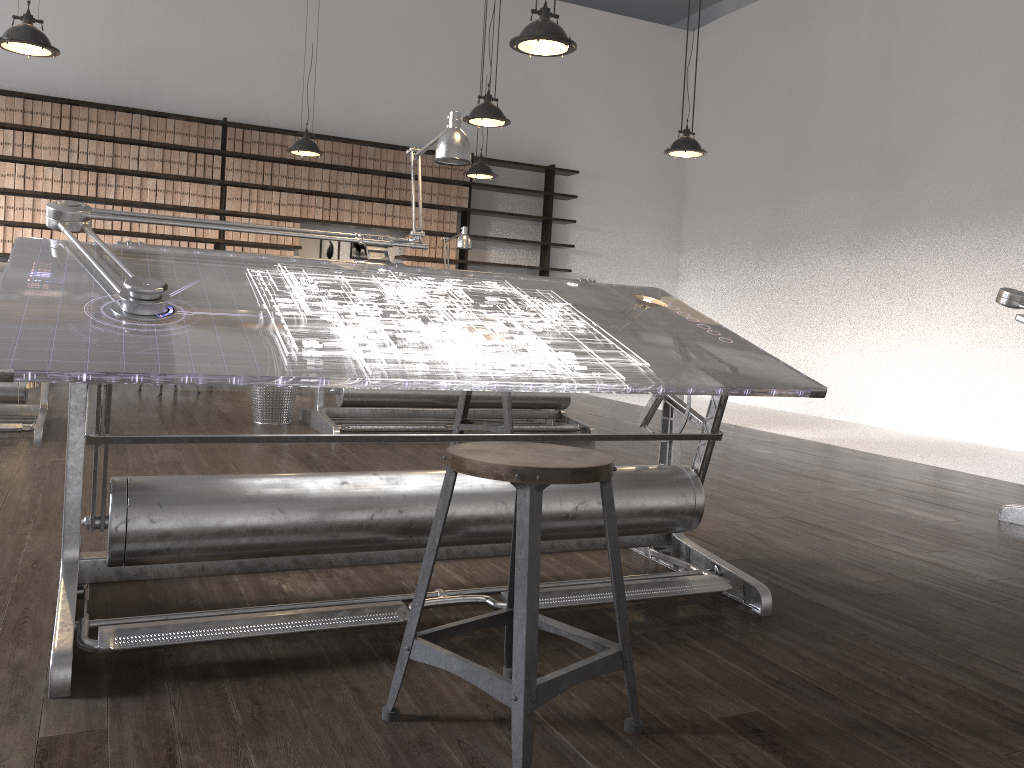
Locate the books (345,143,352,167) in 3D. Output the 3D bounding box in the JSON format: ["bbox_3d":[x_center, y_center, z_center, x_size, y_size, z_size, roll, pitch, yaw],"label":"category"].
[{"bbox_3d":[-1.643,-2.258,8.789,0.066,0.225,0.175,3,2,-25],"label":"books"}]

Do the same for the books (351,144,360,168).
[{"bbox_3d":[-1.574,-2.256,8.815,0.067,0.225,0.175,3,2,-25],"label":"books"}]

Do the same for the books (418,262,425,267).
[{"bbox_3d":[-0.970,-1.146,9.158,0.066,0.225,0.175,3,2,-25],"label":"books"}]

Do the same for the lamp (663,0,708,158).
[{"bbox_3d":[1.310,-2.772,6.331,0.313,2.250,0.310,5,2,45],"label":"lamp"}]

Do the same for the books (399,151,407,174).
[{"bbox_3d":[-1.136,-2.246,9.022,0.066,0.225,0.175,3,2,-25],"label":"books"}]

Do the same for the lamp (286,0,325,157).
[{"bbox_3d":[-1.626,-3.010,7.228,0.311,2.250,0.313,3,1,0],"label":"lamp"}]

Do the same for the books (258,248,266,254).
[{"bbox_3d":[-2.413,-1.180,8.483,0.066,0.225,0.175,3,2,-25],"label":"books"}]

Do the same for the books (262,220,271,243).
[{"bbox_3d":[-2.364,-1.453,8.486,0.067,0.225,0.175,3,2,-25],"label":"books"}]

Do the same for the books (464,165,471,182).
[{"bbox_3d":[-0.498,-2.231,9.320,0.066,0.225,0.175,3,2,-25],"label":"books"}]

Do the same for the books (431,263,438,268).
[{"bbox_3d":[-0.838,-1.142,9.212,0.066,0.225,0.175,3,2,-25],"label":"books"}]

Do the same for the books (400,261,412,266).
[{"bbox_3d":[-1.094,-1.149,9.094,0.067,0.225,0.175,3,2,-25],"label":"books"}]

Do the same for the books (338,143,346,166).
[{"bbox_3d":[-1.702,-2.259,8.759,0.066,0.225,0.175,3,2,-25],"label":"books"}]

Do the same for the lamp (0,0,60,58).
[{"bbox_3d":[-2.454,-2.860,4.572,0.310,2.250,0.313,3,1,-5],"label":"lamp"}]

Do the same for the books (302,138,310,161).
[{"bbox_3d":[-2.017,-2.267,8.613,0.066,0.225,0.175,3,2,-25],"label":"books"}]

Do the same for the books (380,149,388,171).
[{"bbox_3d":[-1.315,-2.250,8.941,0.066,0.225,0.175,3,2,-25],"label":"books"}]

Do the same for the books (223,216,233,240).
[{"bbox_3d":[-2.677,-1.461,8.347,0.066,0.225,0.175,3,2,-25],"label":"books"}]

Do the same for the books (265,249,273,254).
[{"bbox_3d":[-2.349,-1.178,8.513,0.066,0.225,0.175,3,2,-25],"label":"books"}]

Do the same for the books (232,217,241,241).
[{"bbox_3d":[-2.613,-1.459,8.375,0.066,0.225,0.175,3,2,-25],"label":"books"}]

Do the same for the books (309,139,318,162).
[{"bbox_3d":[-1.954,-2.266,8.644,0.066,0.225,0.175,3,2,-25],"label":"books"}]

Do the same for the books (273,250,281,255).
[{"bbox_3d":[-2.286,-1.176,8.536,0.067,0.225,0.175,3,2,-25],"label":"books"}]

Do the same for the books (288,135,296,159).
[{"bbox_3d":[-2.145,-2.270,8.550,0.066,0.225,0.175,3,2,-25],"label":"books"}]

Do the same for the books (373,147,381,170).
[{"bbox_3d":[-1.380,-2.252,8.911,0.066,0.225,0.175,3,2,-25],"label":"books"}]

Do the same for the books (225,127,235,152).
[{"bbox_3d":[-2.652,-2.282,8.317,0.066,0.225,0.175,3,2,-25],"label":"books"}]

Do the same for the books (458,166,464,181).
[{"bbox_3d":[-0.563,-2.233,9.294,0.066,0.225,0.175,3,2,-25],"label":"books"}]

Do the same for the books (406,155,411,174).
[{"bbox_3d":[-1.069,-2.244,9.051,0.067,0.225,0.175,3,2,-25],"label":"books"}]

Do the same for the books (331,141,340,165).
[{"bbox_3d":[-1.757,-2.260,8.728,0.067,0.225,0.175,3,2,-25],"label":"books"}]

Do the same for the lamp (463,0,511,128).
[{"bbox_3d":[-0.097,-2.805,5.674,0.311,2.250,0.313,3,1,0],"label":"lamp"}]

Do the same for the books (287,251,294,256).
[{"bbox_3d":[-2.169,-1.174,8.593,0.066,0.225,0.175,3,2,-25],"label":"books"}]

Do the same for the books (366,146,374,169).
[{"bbox_3d":[-1.442,-2.253,8.878,0.066,0.225,0.175,3,2,-25],"label":"books"}]

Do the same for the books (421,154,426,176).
[{"bbox_3d":[-0.945,-2.242,9.115,0.066,0.225,0.175,3,2,-25],"label":"books"}]

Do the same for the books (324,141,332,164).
[{"bbox_3d":[-1.822,-2.262,8.697,0.066,0.225,0.175,3,2,-25],"label":"books"}]

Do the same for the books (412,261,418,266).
[{"bbox_3d":[-1.032,-1.147,9.127,0.066,0.225,0.175,3,2,-25],"label":"books"}]

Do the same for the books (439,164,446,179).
[{"bbox_3d":[-0.748,-2.237,9.199,0.067,0.225,0.175,3,2,-25],"label":"books"}]

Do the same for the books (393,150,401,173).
[{"bbox_3d":[-1.193,-2.248,8.997,0.066,0.225,0.175,3,2,-25],"label":"books"}]

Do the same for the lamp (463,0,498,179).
[{"bbox_3d":[-0.219,-2.977,7.886,0.311,2.250,0.313,3,1,0],"label":"lamp"}]

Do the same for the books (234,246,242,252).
[{"bbox_3d":[-2.608,-1.184,8.386,0.067,0.225,0.175,3,2,-25],"label":"books"}]

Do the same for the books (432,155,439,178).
[{"bbox_3d":[-0.813,-2.238,9.169,0.066,0.225,0.175,3,2,-25],"label":"books"}]

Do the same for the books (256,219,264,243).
[{"bbox_3d":[-2.426,-1.455,8.462,0.066,0.225,0.175,3,2,-25],"label":"books"}]

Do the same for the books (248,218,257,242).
[{"bbox_3d":[-2.483,-1.456,8.434,0.066,0.225,0.175,3,2,-25],"label":"books"}]

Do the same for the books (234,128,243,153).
[{"bbox_3d":[-2.583,-2.280,8.343,0.067,0.225,0.175,3,2,-25],"label":"books"}]

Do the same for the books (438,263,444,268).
[{"bbox_3d":[-0.778,-1.141,9.240,0.067,0.225,0.175,3,2,-25],"label":"books"}]

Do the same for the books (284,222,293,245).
[{"bbox_3d":[-2.175,-1.449,8.576,0.066,0.225,0.175,3,2,-25],"label":"books"}]

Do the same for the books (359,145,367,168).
[{"bbox_3d":[-1.508,-2.255,8.852,0.066,0.225,0.175,3,2,-25],"label":"books"}]

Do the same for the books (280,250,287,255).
[{"bbox_3d":[-2.227,-1.176,8.568,0.066,0.225,0.175,3,2,-25],"label":"books"}]

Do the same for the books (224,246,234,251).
[{"bbox_3d":[-2.677,-1.186,8.360,0.066,0.225,0.175,3,2,-25],"label":"books"}]

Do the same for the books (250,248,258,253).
[{"bbox_3d":[-2.476,-1.181,8.449,0.066,0.225,0.175,3,2,-25],"label":"books"}]

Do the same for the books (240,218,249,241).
[{"bbox_3d":[-2.547,-1.457,8.401,0.067,0.225,0.175,3,2,-25],"label":"books"}]

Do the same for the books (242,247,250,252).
[{"bbox_3d":[-2.542,-1.183,8.423,0.066,0.225,0.175,3,2,-25],"label":"books"}]

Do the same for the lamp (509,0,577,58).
[{"bbox_3d":[0.207,-2.658,4.036,0.311,2.263,0.313,3,1,0],"label":"lamp"}]

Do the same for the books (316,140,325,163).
[{"bbox_3d":[-1.890,-2.264,8.670,0.066,0.225,0.175,3,2,-25],"label":"books"}]

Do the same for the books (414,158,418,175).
[{"bbox_3d":[-1.008,-2.243,9.084,0.066,0.225,0.175,3,2,-25],"label":"books"}]

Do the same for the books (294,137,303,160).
[{"bbox_3d":[-2.079,-2.268,8.579,0.067,0.225,0.175,3,2,-25],"label":"books"}]

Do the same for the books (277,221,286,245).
[{"bbox_3d":[-2.241,-1.450,8.550,0.066,0.225,0.175,3,2,-25],"label":"books"}]

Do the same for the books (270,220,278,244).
[{"bbox_3d":[-2.305,-1.452,8.519,0.066,0.225,0.175,3,2,-25],"label":"books"}]

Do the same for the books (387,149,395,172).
[{"bbox_3d":[-1.252,-2.248,8.964,0.067,0.225,0.175,3,2,-25],"label":"books"}]

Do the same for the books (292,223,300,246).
[{"bbox_3d":[-2.113,-1.447,8.610,0.066,0.225,0.175,3,2,-25],"label":"books"}]
